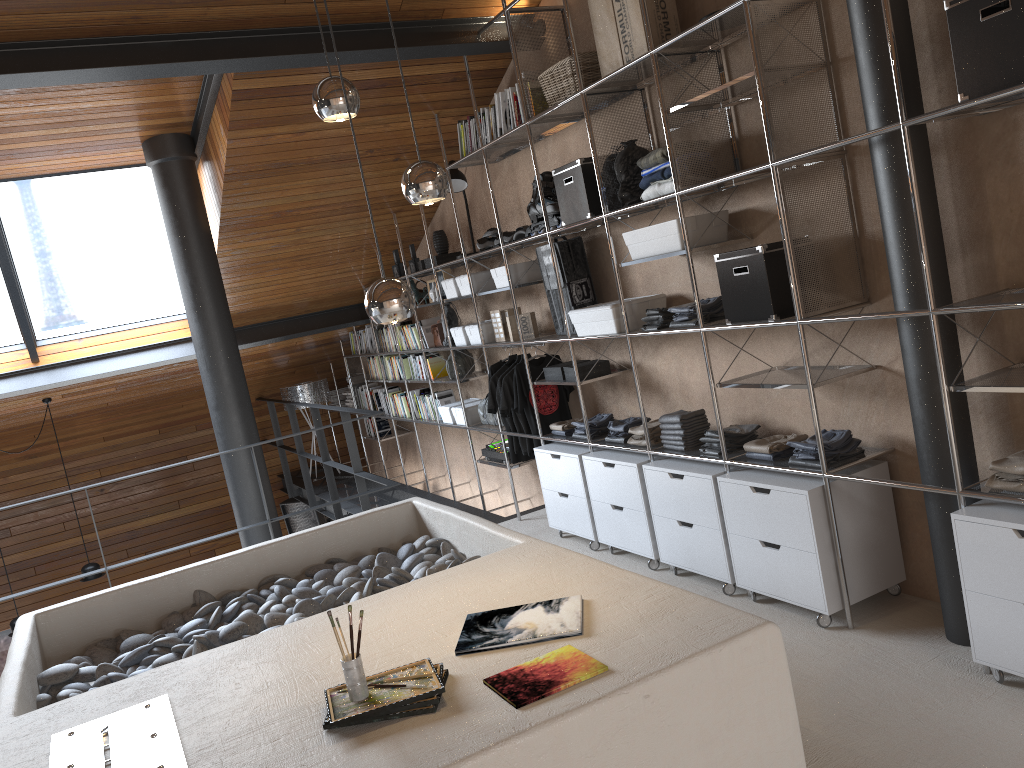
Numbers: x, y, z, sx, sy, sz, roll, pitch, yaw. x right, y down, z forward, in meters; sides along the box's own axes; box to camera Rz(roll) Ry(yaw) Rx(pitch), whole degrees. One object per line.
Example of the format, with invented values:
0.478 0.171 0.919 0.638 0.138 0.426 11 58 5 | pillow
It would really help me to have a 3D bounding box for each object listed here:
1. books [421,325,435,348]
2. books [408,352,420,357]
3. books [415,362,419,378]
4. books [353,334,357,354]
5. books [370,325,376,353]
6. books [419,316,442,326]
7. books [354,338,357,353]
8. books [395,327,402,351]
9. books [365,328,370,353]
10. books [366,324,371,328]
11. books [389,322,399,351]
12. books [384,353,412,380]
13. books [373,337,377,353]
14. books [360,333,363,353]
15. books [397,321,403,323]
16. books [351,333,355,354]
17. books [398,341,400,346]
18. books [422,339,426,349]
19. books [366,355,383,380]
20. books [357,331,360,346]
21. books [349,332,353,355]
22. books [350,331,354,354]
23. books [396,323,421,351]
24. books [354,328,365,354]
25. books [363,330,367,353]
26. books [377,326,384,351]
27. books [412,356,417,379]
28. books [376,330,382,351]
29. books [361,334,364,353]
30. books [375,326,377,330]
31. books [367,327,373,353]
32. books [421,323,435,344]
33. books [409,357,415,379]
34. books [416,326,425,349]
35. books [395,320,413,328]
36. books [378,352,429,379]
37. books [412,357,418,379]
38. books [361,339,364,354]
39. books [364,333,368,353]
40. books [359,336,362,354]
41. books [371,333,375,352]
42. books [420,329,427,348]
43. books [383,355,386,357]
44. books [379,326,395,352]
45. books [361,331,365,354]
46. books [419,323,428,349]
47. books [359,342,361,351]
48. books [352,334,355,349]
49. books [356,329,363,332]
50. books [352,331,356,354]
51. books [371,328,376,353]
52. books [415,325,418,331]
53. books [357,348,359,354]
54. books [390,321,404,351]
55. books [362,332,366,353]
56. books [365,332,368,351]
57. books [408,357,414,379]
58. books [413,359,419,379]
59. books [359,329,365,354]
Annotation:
-0.624 -0.369 6.863 0.112 0.169 0.068 -14 7 -25 | books
-0.749 -0.164 7.372 0.207 0.207 0.010 -14 7 -25 | books
-0.710 -0.138 7.231 0.146 0.171 0.018 -14 7 -25 | books
-1.470 -0.400 8.626 0.130 0.202 0.063 -14 7 -25 | books
-1.198 -0.428 8.138 0.191 0.249 0.077 -14 7 -25 | books
-0.608 -0.411 6.899 0.177 0.209 0.082 -14 7 -26 | books
-1.454 -0.406 8.620 0.146 0.208 0.071 -14 7 -25 | books
-0.889 -0.395 7.441 0.149 0.205 0.049 -14 7 -26 | books
-1.267 -0.414 8.170 0.148 0.229 0.073 -14 7 -25 | books
-1.277 -0.431 8.253 0.143 0.264 0.088 -14 7 -25 | books
-0.945 -0.404 7.496 0.148 0.232 0.053 -14 7 -25 | books
-0.943 -0.149 7.628 0.139 0.208 0.494 -14 7 -26 | books
-1.182 -0.414 8.046 0.148 0.234 0.033 -14 7 -25 | books
-1.371 -0.392 8.379 0.111 0.194 0.059 -14 7 -25 | books
-0.943 -0.409 7.531 0.143 0.236 0.062 -14 7 -26 | books
-1.492 -0.410 8.690 0.149 0.202 0.067 -14 7 -26 | books
-0.897 -0.382 7.448 0.131 0.180 0.042 -14 7 -26 | books
-0.650 -0.383 6.936 0.127 0.192 0.079 -14 7 -25 | books
-1.225 -0.161 8.217 0.130 0.216 0.311 -14 7 -26 | books
-1.386 -0.410 8.465 0.161 0.220 0.074 -14 7 -25 | books
-1.518 -0.416 8.733 0.148 0.229 0.073 -14 7 -25 | books
-1.491 -0.419 8.715 0.169 0.229 0.077 -14 7 -25 | books
-0.786 -0.386 7.181 0.139 0.206 0.497 -14 7 -26 | books
-1.449 -0.418 8.586 0.143 0.233 0.081 -14 7 -26 | books
-1.315 -0.405 8.299 0.133 0.215 0.070 -14 7 -25 | books
-1.116 -0.409 7.880 0.129 0.231 0.010 -14 7 -25 | books
-0.737 -0.149 7.294 0.148 0.190 0.013 -14 7 -25 | books
-1.124 -0.399 7.925 0.148 0.206 0.018 -14 7 -25 | books
-1.348 -0.395 8.366 0.138 0.189 0.065 -14 7 -25 | books
-1.144 -0.415 7.981 0.148 0.234 0.013 -14 7 -25 | books
-1.246 -0.414 8.129 0.148 0.229 0.073 -14 7 -25 | books
-0.624 -0.374 6.876 0.117 0.176 0.074 -14 7 -25 | books
-0.748 -0.150 7.329 0.169 0.189 0.018 -14 7 -25 | books
-0.662 -0.381 6.942 0.127 0.192 0.079 -14 7 -25 | books
-0.880 -0.410 7.435 0.148 0.232 0.053 -14 7 -25 | books
-0.936 -0.158 7.656 0.139 0.212 1.040 -14 7 -25 | books
-0.724 -0.148 7.267 0.161 0.187 0.021 -14 7 -25 | books
-1.364 -0.382 8.376 0.112 0.173 0.054 -14 7 -25 | books
-1.306 -0.395 8.291 0.126 0.194 0.064 -14 7 -25 | books
-1.388 -0.380 8.414 0.111 0.171 0.056 -14 7 -25 | books
-1.210 -0.392 8.101 0.131 0.178 0.057 -14 7 -26 | books
-0.644 -0.368 6.919 0.119 0.166 0.072 -14 7 -25 | books
-1.071 -0.168 7.967 0.143 0.218 0.020 -14 7 -25 | books
-1.072 -0.398 7.778 0.131 0.216 0.509 -14 7 -25 | books
-1.340 -0.405 8.351 0.137 0.213 0.068 -14 7 -25 | books
-0.620 -0.396 6.901 0.161 0.215 0.092 -14 7 -25 | books
-1.396 -0.383 8.440 0.112 0.173 0.054 -14 7 -25 | books
-1.479 -0.418 8.678 0.148 0.229 0.073 -14 7 -25 | books
-1.439 -0.414 8.575 0.129 0.226 0.069 -14 7 -25 | books
-1.467 -0.417 8.653 0.161 0.228 0.080 -14 7 -25 | books
-1.196 -0.412 8.064 0.148 0.232 0.053 -14 7 -25 | books
-0.670 -0.384 6.984 0.127 0.192 0.079 -14 7 -25 | books
-1.431 -0.395 8.513 0.127 0.197 0.063 -14 7 -25 | books
-0.923 -0.404 7.453 0.148 0.232 0.053 -14 7 -25 | books
-1.333 -0.400 8.339 0.131 0.202 0.068 -14 7 -25 | books
-1.300 -0.398 8.274 0.123 0.201 0.071 -14 7 -25 | books
-0.775 -0.147 7.347 0.148 0.190 0.013 -14 7 -25 | books
-0.726 -0.133 7.238 0.130 0.169 0.010 -14 7 -25 | books
-1.372 -0.408 8.389 0.122 0.227 0.076 -14 7 -25 | books
